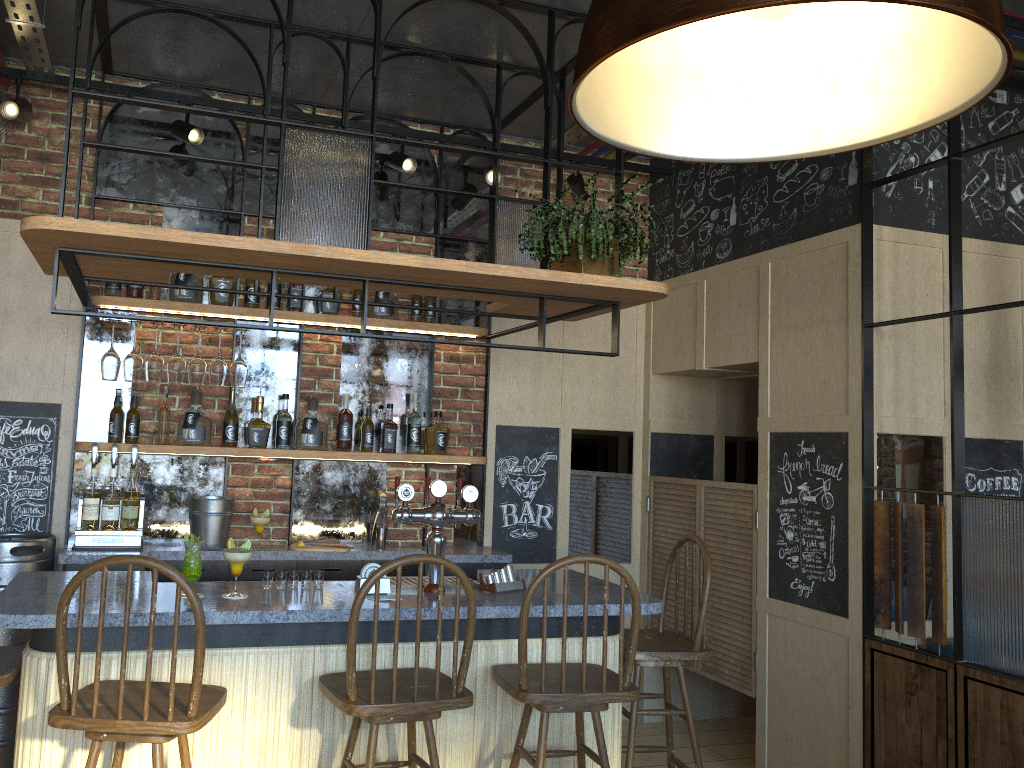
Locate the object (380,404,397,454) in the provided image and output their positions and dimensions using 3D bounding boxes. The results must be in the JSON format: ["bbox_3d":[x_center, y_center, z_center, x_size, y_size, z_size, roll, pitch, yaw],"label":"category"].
[{"bbox_3d":[-0.651,0.236,4.664,0.075,0.263,0.081,4,-6,-19],"label":"object"}]

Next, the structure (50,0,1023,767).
[{"bbox_3d":[-0.148,-0.007,1.851,5.582,3.333,6.299,5,-5,-37],"label":"structure"}]

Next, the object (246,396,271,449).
[{"bbox_3d":[-1.280,0.193,4.451,0.114,0.265,0.120,4,-5,-19],"label":"object"}]

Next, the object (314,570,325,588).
[{"bbox_3d":[-0.724,0.730,3.300,0.041,0.059,0.042,3,-5,-10],"label":"object"}]

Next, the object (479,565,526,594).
[{"bbox_3d":[-0.035,0.750,3.397,0.095,0.091,0.169,-3,-6,45],"label":"object"}]

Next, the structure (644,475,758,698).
[{"bbox_3d":[-0.692,0.835,3.224,1.329,0.996,4.761,-2,-6,44],"label":"structure"}]

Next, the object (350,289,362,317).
[{"bbox_3d":[-0.822,-0.479,4.702,0.064,0.264,0.068,4,-6,-21],"label":"object"}]

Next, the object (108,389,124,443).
[{"bbox_3d":[-1.908,0.155,4.257,0.066,0.264,0.065,2,-5,2],"label":"object"}]

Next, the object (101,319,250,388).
[{"bbox_3d":[-1.172,-0.103,3.085,0.483,0.208,0.067,4,-6,-18],"label":"object"}]

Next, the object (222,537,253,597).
[{"bbox_3d":[-0.952,0.631,3.049,0.107,0.197,0.104,1,-5,8],"label":"object"}]

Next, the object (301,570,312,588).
[{"bbox_3d":[-0.767,0.727,3.286,0.040,0.059,0.043,5,-6,-31],"label":"object"}]

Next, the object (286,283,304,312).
[{"bbox_3d":[-1.129,-0.498,4.597,0.075,0.263,0.081,4,-6,-19],"label":"object"}]

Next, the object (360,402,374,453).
[{"bbox_3d":[-0.758,0.228,4.632,0.063,0.264,0.069,6,-7,-39],"label":"object"}]

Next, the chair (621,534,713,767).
[{"bbox_3d":[0.575,1.220,3.626,0.406,1.197,0.441,3,-5,-11],"label":"chair"}]

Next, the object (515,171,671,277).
[{"bbox_3d":[0.342,-0.579,3.409,0.475,0.370,0.634,6,-6,-43],"label":"object"}]

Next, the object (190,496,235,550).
[{"bbox_3d":[-1.469,0.678,4.304,0.226,0.246,0.208,-1,-6,30],"label":"object"}]

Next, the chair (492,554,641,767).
[{"bbox_3d":[0.167,1.156,2.965,0.425,1.197,0.421,3,-5,-16],"label":"chair"}]

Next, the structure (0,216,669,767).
[{"bbox_3d":[-0.810,0.677,3.748,2.271,2.178,1.789,4,-5,-20],"label":"structure"}]

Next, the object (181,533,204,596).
[{"bbox_3d":[-1.097,0.616,3.022,0.065,0.211,0.072,6,-7,-37],"label":"object"}]

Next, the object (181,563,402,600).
[{"bbox_3d":[-0.764,0.689,3.068,0.745,0.106,0.206,4,-5,-18],"label":"object"}]

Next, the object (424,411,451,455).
[{"bbox_3d":[-0.401,0.264,4.732,0.137,0.235,0.093,5,-6,-34],"label":"object"}]

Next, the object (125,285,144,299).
[{"bbox_3d":[-1.866,-0.564,4.376,0.084,0.303,0.087,3,-5,-10],"label":"object"}]

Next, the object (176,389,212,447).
[{"bbox_3d":[-1.567,0.166,4.358,0.167,0.284,0.123,2,-5,-6],"label":"object"}]

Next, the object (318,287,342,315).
[{"bbox_3d":[-0.959,-0.489,4.646,0.114,0.265,0.120,4,-5,-19],"label":"object"}]

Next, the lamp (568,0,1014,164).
[{"bbox_3d":[0.260,-0.924,0.866,0.385,1.337,0.350,-3,-7,42],"label":"lamp"}]

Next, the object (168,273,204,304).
[{"bbox_3d":[-1.634,-0.541,4.428,0.167,0.284,0.123,2,-5,-6],"label":"object"}]

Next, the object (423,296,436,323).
[{"bbox_3d":[-0.450,-0.455,4.823,0.063,0.264,0.069,5,-6,-33],"label":"object"}]

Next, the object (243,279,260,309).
[{"bbox_3d":[-1.336,-0.539,4.544,0.077,0.318,0.084,6,-7,-39],"label":"object"}]

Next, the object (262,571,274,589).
[{"bbox_3d":[-0.897,0.719,3.235,0.040,0.059,0.043,5,-6,-31],"label":"object"}]

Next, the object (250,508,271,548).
[{"bbox_3d":[-1.262,0.719,4.410,0.107,0.197,0.104,1,-5,8],"label":"object"}]

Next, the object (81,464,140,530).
[{"bbox_3d":[-1.897,0.534,4.180,0.251,0.303,0.088,4,-6,-18],"label":"object"}]

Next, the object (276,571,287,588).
[{"bbox_3d":[-0.851,0.721,3.250,0.040,0.059,0.043,5,-6,-31],"label":"object"}]

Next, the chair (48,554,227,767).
[{"bbox_3d":[-1.071,1.074,2.527,0.435,1.197,0.412,2,-5,-1],"label":"chair"}]

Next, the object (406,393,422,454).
[{"bbox_3d":[-0.524,0.212,4.729,0.076,0.330,0.075,2,-5,3],"label":"object"}]

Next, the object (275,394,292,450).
[{"bbox_3d":[-1.167,0.193,4.514,0.074,0.284,0.078,4,-6,-19],"label":"object"}]

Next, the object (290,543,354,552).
[{"bbox_3d":[-0.964,0.824,4.456,0.311,0.019,0.240,3,-4,-11],"label":"object"}]

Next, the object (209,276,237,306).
[{"bbox_3d":[-1.468,-0.507,4.476,0.140,0.235,0.091,3,-5,-14],"label":"object"}]

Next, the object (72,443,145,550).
[{"bbox_3d":[-1.891,0.528,4.167,0.301,0.493,0.210,4,-5,-19],"label":"object"}]

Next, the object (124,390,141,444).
[{"bbox_3d":[-1.838,0.159,4.280,0.063,0.264,0.069,5,-6,-33],"label":"object"}]

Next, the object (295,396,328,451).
[{"bbox_3d":[-1.028,0.200,4.537,0.167,0.284,0.123,2,-5,-6],"label":"object"}]

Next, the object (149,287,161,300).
[{"bbox_3d":[-1.769,-0.552,4.386,0.057,0.289,0.054,0,-6,18],"label":"object"}]

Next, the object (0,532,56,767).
[{"bbox_3d":[-2.274,1.201,3.928,0.408,1.037,0.389,1,-5,15],"label":"object"}]

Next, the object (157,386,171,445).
[{"bbox_3d":[-1.702,0.155,4.317,0.057,0.289,0.054,0,-6,18],"label":"object"}]

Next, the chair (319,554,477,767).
[{"bbox_3d":[-0.379,1.121,2.787,0.419,1.197,0.427,4,-6,-26],"label":"chair"}]

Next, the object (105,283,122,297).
[{"bbox_3d":[-1.950,-0.584,4.331,0.076,0.330,0.075,2,-5,3],"label":"object"}]

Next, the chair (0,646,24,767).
[{"bbox_3d":[-1.812,1.067,2.848,0.400,1.197,0.447,4,-6,-21],"label":"chair"}]

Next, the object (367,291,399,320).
[{"bbox_3d":[-0.690,-0.481,4.735,0.167,0.284,0.123,2,-5,-6],"label":"object"}]

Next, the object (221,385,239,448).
[{"bbox_3d":[-1.411,0.159,4.429,0.077,0.318,0.084,6,-7,-39],"label":"object"}]

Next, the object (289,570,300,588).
[{"bbox_3d":[-0.813,0.725,3.281,0.040,0.059,0.043,5,-6,-31],"label":"object"}]

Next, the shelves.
[{"bbox_3d":[-1.179,0.016,4.746,2.058,0.747,0.620,4,-5,-18],"label":"shelves"}]

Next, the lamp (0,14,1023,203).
[{"bbox_3d":[0.325,-1.395,1.684,7.017,0.274,6.439,4,-4,-20],"label":"lamp"}]

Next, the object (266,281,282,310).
[{"bbox_3d":[-1.234,-0.514,4.584,0.074,0.284,0.078,4,-6,-19],"label":"object"}]

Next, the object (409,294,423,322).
[{"bbox_3d":[-0.520,-0.460,4.800,0.063,0.264,0.068,4,-6,-27],"label":"object"}]

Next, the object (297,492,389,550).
[{"bbox_3d":[-0.853,0.698,4.525,0.477,0.288,0.091,4,-5,-17],"label":"object"}]

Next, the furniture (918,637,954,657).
[{"bbox_3d":[2.614,1.451,3.118,1.448,0.824,1.484,4,-5,-20],"label":"furniture"}]

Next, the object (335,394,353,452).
[{"bbox_3d":[-0.874,0.202,4.608,0.086,0.303,0.086,2,-5,-1],"label":"object"}]
